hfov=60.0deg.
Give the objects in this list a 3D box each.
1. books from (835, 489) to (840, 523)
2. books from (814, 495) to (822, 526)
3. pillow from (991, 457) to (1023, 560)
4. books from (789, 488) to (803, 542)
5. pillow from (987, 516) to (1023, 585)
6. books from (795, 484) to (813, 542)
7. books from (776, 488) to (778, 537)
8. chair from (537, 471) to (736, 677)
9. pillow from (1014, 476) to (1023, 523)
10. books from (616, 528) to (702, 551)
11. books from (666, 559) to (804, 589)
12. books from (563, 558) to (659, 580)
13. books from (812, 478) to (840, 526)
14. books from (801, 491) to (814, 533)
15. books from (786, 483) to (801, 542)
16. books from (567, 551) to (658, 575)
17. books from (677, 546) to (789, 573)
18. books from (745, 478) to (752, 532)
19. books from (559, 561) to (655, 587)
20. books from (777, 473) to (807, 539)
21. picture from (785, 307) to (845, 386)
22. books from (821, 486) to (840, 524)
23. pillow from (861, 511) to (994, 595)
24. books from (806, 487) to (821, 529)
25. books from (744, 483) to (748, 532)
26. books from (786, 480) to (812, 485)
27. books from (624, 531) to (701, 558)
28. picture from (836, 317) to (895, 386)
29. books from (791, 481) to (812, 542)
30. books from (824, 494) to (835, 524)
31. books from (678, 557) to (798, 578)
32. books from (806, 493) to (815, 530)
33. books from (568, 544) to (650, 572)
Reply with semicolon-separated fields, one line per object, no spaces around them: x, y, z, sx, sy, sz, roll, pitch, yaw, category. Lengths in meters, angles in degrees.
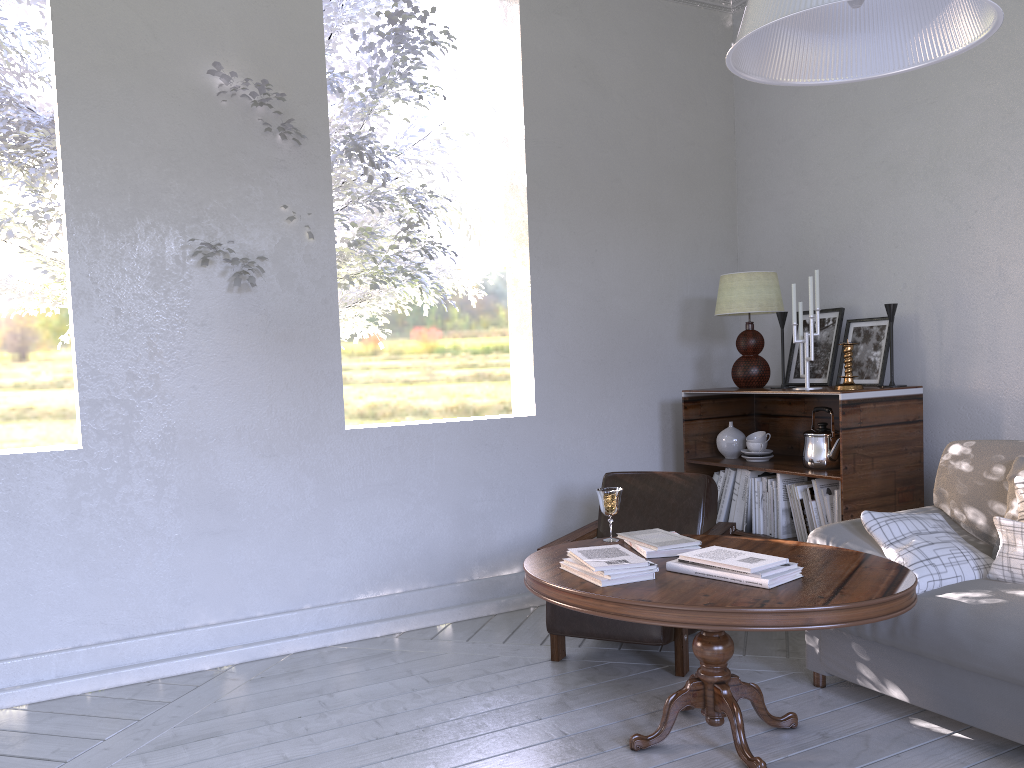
1.127;0.451;2.968;0.114;0.204;0.009;-4;4;-28;books
1.104;0.464;3.049;0.115;0.178;0.056;-4;4;-28;books
1.445;0.350;2.200;0.151;0.314;0.488;-4;3;-28;pillow
1.050;0.458;3.131;0.125;0.193;0.065;-4;4;-28;books
1.295;0.418;2.145;0.070;0.167;0.283;-4;3;-31;pillow
1.062;0.453;3.100;0.131;0.203;0.064;-4;4;-28;books
1.004;0.460;3.197;0.115;0.182;0.009;-4;4;-23;books
0.413;0.589;2.910;0.496;0.555;0.703;-1;3;27;chair
1.362;0.376;2.179;0.129;0.270;0.309;-4;3;-25;pillow
0.392;0.418;2.387;0.136;0.011;0.214;-3;1;-22;books
0.518;0.433;2.073;0.149;0.021;0.278;-4;2;-42;books
0.233;0.434;2.128;0.136;0.010;0.214;-3;1;-27;books
1.106;0.438;3.041;0.126;0.234;0.078;-4;4;-28;books
1.078;0.461;3.093;0.120;0.185;0.060;-4;4;-28;books
1.046;0.452;3.146;0.131;0.203;0.064;-4;4;-28;books
0.237;0.424;2.137;0.135;0.010;0.240;-3;1;-17;books
0.511;0.406;2.061;0.136;0.010;0.214;-3;2;-37;books
0.922;0.449;3.319;0.120;0.208;0.026;-4;4;-33;books
0.225;0.447;2.131;0.142;0.015;0.221;-3;1;-22;books
1.008;0.432;3.184;0.126;0.237;0.018;-4;4;-23;books
1.181;-0.140;3.472;0.095;0.301;0.231;-4;3;-28;picture
1.121;0.452;3.029;0.114;0.200;0.061;-4;4;-28;books
1.109;0.441;2.356;0.310;0.206;0.214;-3;3;-22;pillow
1.087;0.453;3.054;0.131;0.203;0.064;-4;4;-28;books
0.919;0.460;3.330;0.121;0.186;0.025;-4;4;-33;books
1.051;0.452;3.162;0.131;0.203;0.064;-4;4;-28;books
0.402;0.432;2.389;0.147;0.018;0.230;-3;1;-7;books
1.295;-0.116;3.256;0.080;0.252;0.201;-4;3;-28;picture
1.054;0.449;3.115;0.129;0.210;0.074;-4;4;-28;books
1.125;0.465;3.018;0.115;0.178;0.055;-4;4;-28;books
0.524;0.416;2.067;0.135;0.010;0.240;-3;2;-37;books
1.089;0.464;3.085;0.115;0.178;0.055;-4;4;-28;books
0.226;0.414;2.119;0.136;0.011;0.216;-3;1;-12;books
